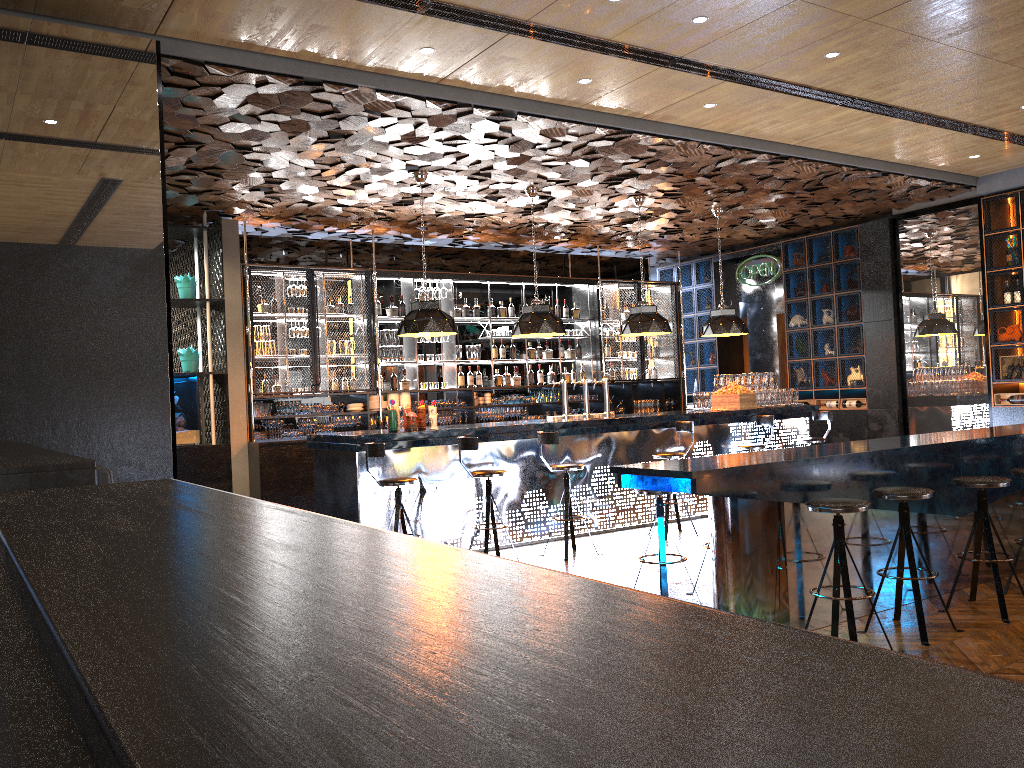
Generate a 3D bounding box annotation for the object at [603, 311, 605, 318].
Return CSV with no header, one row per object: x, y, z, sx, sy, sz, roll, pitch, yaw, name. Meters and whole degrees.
1.295,-1.085,13.126,0.123,0.279,0.123,-2,-1,-24,object

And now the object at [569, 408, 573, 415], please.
0.819,0.425,12.586,0.089,0.174,0.089,-3,-1,18,object

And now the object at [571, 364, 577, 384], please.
0.896,-0.144,12.859,0.086,0.298,0.086,-3,-1,16,object

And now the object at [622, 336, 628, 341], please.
1.694,-0.774,13.276,0.092,0.244,0.092,-2,-1,-38,object

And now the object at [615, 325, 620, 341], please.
1.604,-0.768,13.415,0.092,0.244,0.092,-2,-1,-38,object

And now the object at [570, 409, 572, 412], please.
0.839,0.439,12.719,0.106,0.148,0.106,-3,-1,-1,object

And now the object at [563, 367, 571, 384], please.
0.775,-0.115,12.763,0.151,0.248,0.094,-2,-1,-24,object

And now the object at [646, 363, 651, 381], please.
2.101,-0.181,13.620,0.083,0.282,0.083,-3,-1,42,object

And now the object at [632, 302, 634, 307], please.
1.856,-1.108,13.504,0.083,0.282,0.083,-3,-1,42,object

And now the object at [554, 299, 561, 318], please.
0.651,-1.072,12.731,0.086,0.299,0.086,-3,-1,16,object

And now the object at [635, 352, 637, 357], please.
1.910,-0.447,13.405,0.089,0.092,0.089,-3,-1,42,object

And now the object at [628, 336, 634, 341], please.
1.786,-0.778,13.336,0.092,0.244,0.092,-2,-1,-38,object

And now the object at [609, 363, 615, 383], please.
1.490,-0.168,13.230,0.086,0.299,0.086,-3,-1,16,object

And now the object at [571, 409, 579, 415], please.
0.900,0.435,12.620,0.106,0.148,0.106,-2,-1,-14,object

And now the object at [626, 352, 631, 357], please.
1.757,-0.440,13.379,0.089,0.092,0.089,-2,-1,-32,object

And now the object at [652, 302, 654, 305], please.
2.195,-1.128,13.756,0.086,0.298,0.086,-3,-1,21,object

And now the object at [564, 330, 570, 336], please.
0.793,-0.730,12.766,0.089,0.092,0.089,-2,-1,-33,object

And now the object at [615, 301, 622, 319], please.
1.593,-1.099,13.334,0.083,0.282,0.083,-2,-1,-33,object

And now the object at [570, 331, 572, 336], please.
0.884,-0.731,12.981,0.089,0.092,0.089,-3,-1,7,object

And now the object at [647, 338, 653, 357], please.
2.116,-0.554,13.651,0.086,0.299,0.086,-3,-1,16,object

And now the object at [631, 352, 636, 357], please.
1.852,-0.441,13.582,0.089,0.092,0.089,-3,-1,42,object

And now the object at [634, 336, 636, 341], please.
1.869,-0.781,13.389,0.092,0.244,0.092,-2,-1,-38,object

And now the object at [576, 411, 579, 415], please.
0.934,0.435,12.783,0.106,0.148,0.106,-3,-1,-4,object

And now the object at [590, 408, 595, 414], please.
1.149,0.423,12.756,0.107,0.152,0.107,-3,-1,-7,object

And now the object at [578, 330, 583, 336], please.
0.991,-0.738,12.856,0.089,0.092,0.089,-3,-1,43,object

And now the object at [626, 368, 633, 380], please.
1.766,-0.134,13.295,0.105,0.209,0.105,-3,-1,42,object

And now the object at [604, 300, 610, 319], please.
1.412,-1.099,13.222,0.086,0.297,0.086,-3,-1,16,object

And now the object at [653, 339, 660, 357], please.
2.232,-0.550,13.721,0.083,0.282,0.083,-2,-1,-23,object

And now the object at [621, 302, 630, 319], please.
1.723,-1.101,13.420,0.123,0.279,0.123,-2,-1,-29,object

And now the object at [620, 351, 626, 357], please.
1.659,-0.437,13.248,0.089,0.092,0.089,-3,-1,42,object

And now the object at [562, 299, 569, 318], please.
0.774,-1.076,12.844,0.086,0.298,0.086,-3,-1,16,object

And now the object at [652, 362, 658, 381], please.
2.198,-0.192,13.700,0.086,0.298,0.086,-3,-1,16,object

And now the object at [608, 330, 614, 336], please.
1.463,-0.755,13.160,0.089,0.092,0.089,-3,-1,18,object

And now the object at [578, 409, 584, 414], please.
0.998,0.431,12.685,0.106,0.148,0.106,-2,-1,-23,object

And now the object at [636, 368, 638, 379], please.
1.908,-0.137,13.519,0.105,0.209,0.105,-3,-1,42,object

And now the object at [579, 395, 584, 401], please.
0.999,0.194,12.659,0.084,0.082,0.084,-3,-1,39,object

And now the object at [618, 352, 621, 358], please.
1.637,-0.435,13.353,0.089,0.092,0.089,-3,-1,24,object

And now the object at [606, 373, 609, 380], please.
1.357,-0.152,13.124,0.123,0.279,0.123,-2,-1,-44,object

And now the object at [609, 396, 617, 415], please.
1.462,0.333,13.084,0.170,0.313,0.170,-2,-1,-38,object

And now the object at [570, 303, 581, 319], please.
0.927,-1.055,12.903,0.151,0.248,0.094,-3,-1,-4,object

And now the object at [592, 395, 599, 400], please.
1.203,0.192,12.775,0.088,0.070,0.098,-2,-1,-23,object

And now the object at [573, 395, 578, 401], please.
0.899,0.198,12.594,0.084,0.082,0.084,-2,-1,-15,object

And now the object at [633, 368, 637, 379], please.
1.833,-0.135,13.413,0.105,0.209,0.105,-3,-1,42,object

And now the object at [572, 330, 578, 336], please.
0.910,-0.735,12.796,0.089,0.092,0.089,-3,-1,7,object

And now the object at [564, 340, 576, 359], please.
0.837,-0.497,12.805,0.123,0.279,0.123,-2,-1,-44,object

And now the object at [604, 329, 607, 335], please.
1.363,-0.771,13.111,0.089,0.092,0.089,-3,-1,-7,object

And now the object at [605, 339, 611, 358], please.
1.426,-0.527,13.218,0.086,0.298,0.086,-3,-1,16,object

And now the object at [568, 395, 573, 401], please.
0.816,0.201,12.543,0.084,0.082,0.084,-2,-1,-32,object

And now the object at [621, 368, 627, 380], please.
1.698,-0.129,13.388,0.105,0.209,0.105,-3,-1,42,object

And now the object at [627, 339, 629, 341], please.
1.780,-0.775,13.528,0.092,0.244,0.092,-2,-1,-38,object

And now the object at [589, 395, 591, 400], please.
1.090,0.197,12.762,0.088,0.070,0.098,-3,-1,3,object

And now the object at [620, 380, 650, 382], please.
1.849,-0.041,13.387,0.437,0.019,0.273,-2,-1,-33,object

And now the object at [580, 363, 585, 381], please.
1.025,-0.149,12.927,0.080,0.299,0.080,-2,-1,-30,object

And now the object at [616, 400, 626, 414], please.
1.612,0.360,13.113,0.158,0.248,0.158,-2,-1,-38,object

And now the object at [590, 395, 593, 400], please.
1.147,0.196,12.856,0.098,0.070,0.088,-3,-1,-6,object
